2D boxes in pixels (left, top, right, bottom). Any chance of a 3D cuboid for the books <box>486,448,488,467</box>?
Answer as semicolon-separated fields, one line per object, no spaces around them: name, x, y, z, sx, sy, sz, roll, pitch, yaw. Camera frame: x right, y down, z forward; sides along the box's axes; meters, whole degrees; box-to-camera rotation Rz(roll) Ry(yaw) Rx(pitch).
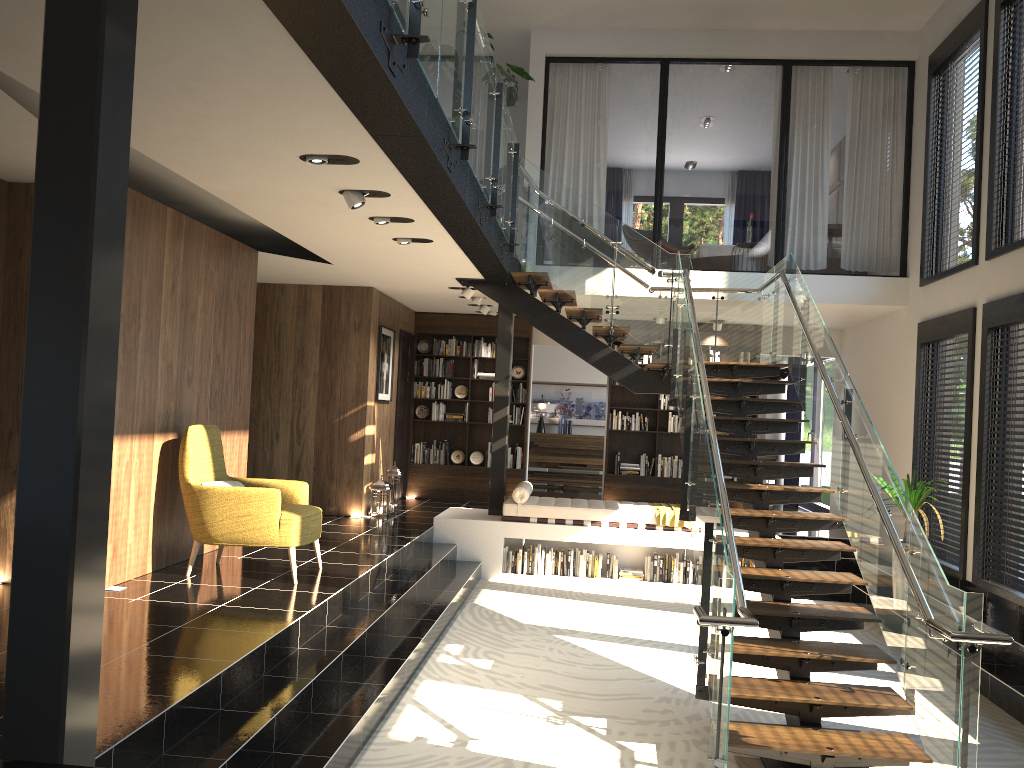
books;-0.343;1.057;12.813;0.024;0.278;0.135;3;-1;5

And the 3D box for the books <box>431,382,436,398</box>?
books;-1.142;0.092;12.894;0.026;0.237;0.164;3;-1;5

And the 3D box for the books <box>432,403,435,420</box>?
books;-1.127;0.400;12.868;0.026;0.257;0.192;3;-1;5

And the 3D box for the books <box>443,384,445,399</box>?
books;-0.974;0.112;12.903;0.027;0.214;0.159;3;-1;5

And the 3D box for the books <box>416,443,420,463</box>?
books;-1.358;1.009;12.920;0.030;0.282;0.170;3;-1;5

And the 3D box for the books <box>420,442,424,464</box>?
books;-1.300;0.999;12.883;0.015;0.306;0.222;3;-1;5

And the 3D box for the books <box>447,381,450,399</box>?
books;-0.915;0.091;12.876;0.021;0.260;0.197;3;-1;5

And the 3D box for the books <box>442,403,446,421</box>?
books;-0.990;0.410;12.895;0.030;0.253;0.138;3;-1;5

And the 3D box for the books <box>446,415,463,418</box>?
books;-0.829;0.474;12.871;0.244;0.033;0.142;3;-2;1

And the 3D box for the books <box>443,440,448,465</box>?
books;-0.957;0.989;12.835;0.019;0.356;0.235;3;-1;5

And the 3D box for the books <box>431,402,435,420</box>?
books;-1.147;0.397;12.906;0.020;0.264;0.152;3;-1;5

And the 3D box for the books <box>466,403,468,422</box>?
books;-0.638;0.408;12.828;0.018;0.286;0.157;3;-1;5

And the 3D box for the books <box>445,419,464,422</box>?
books;-0.832;0.527;12.868;0.262;0.032;0.155;3;-2;7

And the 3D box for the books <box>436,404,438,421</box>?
books;-1.077;0.410;12.899;0.031;0.245;0.120;3;-1;5

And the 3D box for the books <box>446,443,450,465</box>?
books;-0.926;1.011;12.854;0.042;0.315;0.193;3;-1;5

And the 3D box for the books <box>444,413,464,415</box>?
books;-0.829;0.434;12.852;0.292;0.013;0.187;3;-2;8

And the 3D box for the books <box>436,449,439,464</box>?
books;-1.059;1.053;12.886;0.036;0.222;0.173;3;-1;5

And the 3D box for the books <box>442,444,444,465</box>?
books;-0.979;1.015;12.860;0.027;0.304;0.204;3;-1;5

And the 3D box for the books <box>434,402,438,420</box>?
books;-1.104;0.393;12.876;0.018;0.275;0.144;3;-1;5

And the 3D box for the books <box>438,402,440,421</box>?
books;-1.050;0.401;12.891;0.024;0.265;0.148;3;-1;5

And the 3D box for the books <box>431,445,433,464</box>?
books;-1.136;1.019;12.873;0.017;0.282;0.232;3;-1;5

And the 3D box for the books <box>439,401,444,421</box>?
books;-1.022;0.395;12.880;0.032;0.279;0.133;3;-1;5

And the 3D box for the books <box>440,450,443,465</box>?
books;-1.010;1.062;12.881;0.033;0.208;0.192;3;-1;5

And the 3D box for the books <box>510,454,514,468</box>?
books;-0.005;1.115;12.788;0.032;0.195;0.134;3;-1;5

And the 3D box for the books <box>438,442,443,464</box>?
books;-1.033;1.003;12.864;0.016;0.322;0.219;3;-1;5

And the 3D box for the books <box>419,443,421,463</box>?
books;-1.315;1.000;12.890;0.016;0.304;0.217;3;-1;5

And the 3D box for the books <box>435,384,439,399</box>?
books;-1.075;0.106;12.908;0.053;0.216;0.151;3;-1;5

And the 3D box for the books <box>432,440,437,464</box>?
books;-1.120;0.989;12.855;0.016;0.341;0.217;3;-1;5

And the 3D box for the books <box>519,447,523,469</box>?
books;0.125;1.064;12.748;0.029;0.306;0.149;3;-1;5

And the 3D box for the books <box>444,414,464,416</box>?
books;-0.830;0.449;12.860;0.293;0.016;0.174;3;-2;4

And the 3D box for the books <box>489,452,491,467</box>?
books;-0.298;1.091;12.810;0.034;0.215;0.104;3;-1;5

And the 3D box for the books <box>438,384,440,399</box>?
books;-1.045;0.112;12.870;0.016;0.205;0.205;3;-1;5

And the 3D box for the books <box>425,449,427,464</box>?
books;-1.235;1.050;12.924;0.035;0.212;0.159;3;-1;5

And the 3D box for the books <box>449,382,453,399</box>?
books;-0.891;0.101;12.896;0.023;0.244;0.133;3;-1;5

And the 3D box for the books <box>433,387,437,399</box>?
books;-1.117;0.129;12.903;0.026;0.167;0.173;3;-1;5

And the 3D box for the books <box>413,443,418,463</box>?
books;-1.401;1.005;12.939;0.032;0.288;0.180;3;-1;5

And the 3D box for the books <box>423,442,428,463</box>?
books;-1.262;1.002;12.906;0.020;0.304;0.189;3;-1;5

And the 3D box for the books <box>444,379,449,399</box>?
books;-0.952;0.077;12.877;0.018;0.284;0.198;3;-1;5

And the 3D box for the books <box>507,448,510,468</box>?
books;-0.041;1.063;12.762;0.018;0.292;0.191;3;-1;5

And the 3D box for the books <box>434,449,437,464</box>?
books;-1.094;1.051;12.890;0.034;0.223;0.209;3;-1;5

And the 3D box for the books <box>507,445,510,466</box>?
books;-0.058;1.043;12.764;0.016;0.332;0.195;3;-1;5

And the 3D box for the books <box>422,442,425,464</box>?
books;-1.281;1.003;12.914;0.018;0.301;0.195;3;-1;5

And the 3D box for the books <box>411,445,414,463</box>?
books;-1.434;1.016;12.935;0.032;0.261;0.195;3;-1;5

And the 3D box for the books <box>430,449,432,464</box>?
books;-1.158;1.048;12.886;0.026;0.222;0.209;3;-1;5

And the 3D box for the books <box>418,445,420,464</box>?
books;-1.335;1.016;12.887;0.022;0.269;0.216;3;-1;5

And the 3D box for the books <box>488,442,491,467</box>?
books;-0.324;1.016;12.770;0.017;0.359;0.189;3;-1;5

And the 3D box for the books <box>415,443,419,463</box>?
books;-1.381;1.008;12.905;0.014;0.282;0.232;3;-1;5

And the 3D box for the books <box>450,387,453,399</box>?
books;-0.875;0.133;12.883;0.015;0.181;0.136;3;-1;5

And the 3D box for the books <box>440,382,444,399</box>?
books;-1.023;0.095;12.895;0.020;0.243;0.154;3;-1;5

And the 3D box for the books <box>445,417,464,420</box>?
books;-0.831;0.501;12.871;0.266;0.021;0.152;3;-2;4

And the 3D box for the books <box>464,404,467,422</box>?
books;-0.661;0.420;12.855;0.032;0.261;0.157;3;-1;5

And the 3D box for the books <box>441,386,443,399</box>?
books;-1.003;0.120;12.881;0.025;0.193;0.172;3;-1;5

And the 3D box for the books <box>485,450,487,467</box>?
books;-0.366;1.073;12.823;0.023;0.244;0.135;3;-1;5

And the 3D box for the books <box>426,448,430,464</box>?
books;-1.212;1.047;12.874;0.021;0.217;0.220;3;-1;5

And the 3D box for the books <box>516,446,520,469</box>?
books;0.094;1.059;12.758;0.035;0.314;0.168;3;-1;5

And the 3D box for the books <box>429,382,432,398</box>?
books;-1.171;0.093;12.917;0.036;0.235;0.170;3;-1;5

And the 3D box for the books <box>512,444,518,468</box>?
books;0.045;1.036;12.758;0.065;0.354;0.164;3;-1;5

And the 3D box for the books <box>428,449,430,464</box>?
books;-1.185;1.055;12.899;0.029;0.206;0.167;3;-1;5
